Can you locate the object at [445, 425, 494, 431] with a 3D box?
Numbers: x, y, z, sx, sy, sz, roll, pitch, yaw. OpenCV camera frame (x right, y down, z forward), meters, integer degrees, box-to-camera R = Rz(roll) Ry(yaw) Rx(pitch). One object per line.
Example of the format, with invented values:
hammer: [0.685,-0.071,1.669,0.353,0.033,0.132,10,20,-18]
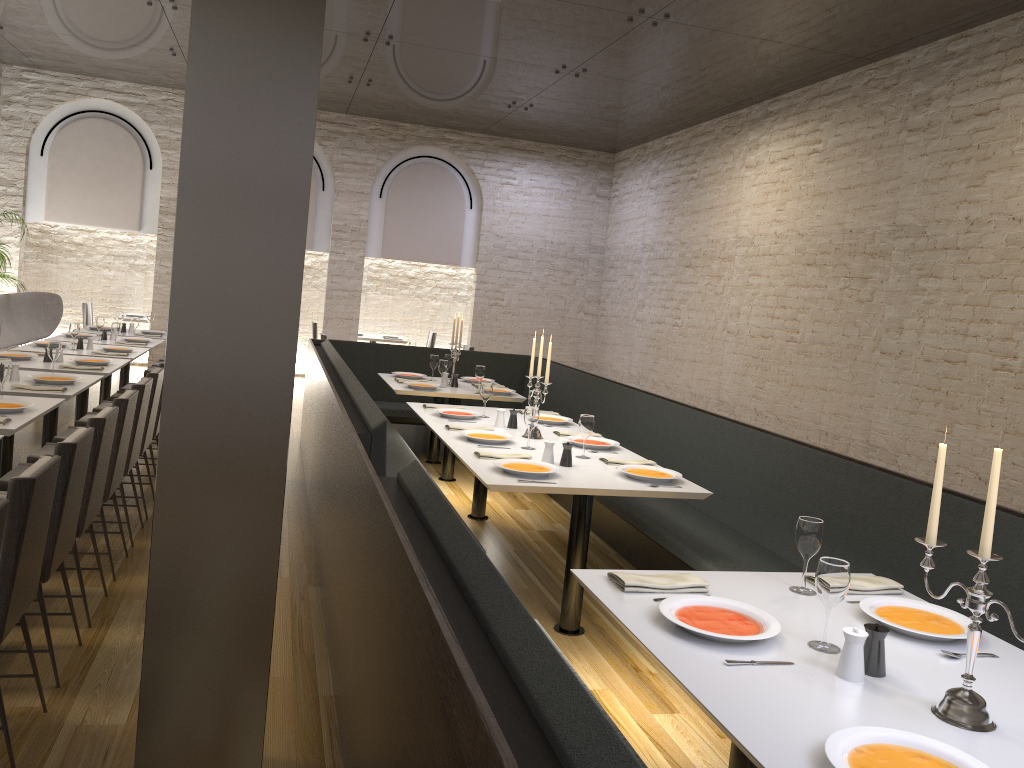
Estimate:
object: [-0.256,0.268,5.335,0.272,0.033,0.143,4,6,-15]

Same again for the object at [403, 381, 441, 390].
object: [-0.738,0.019,7.269,0.321,0.036,0.323,1,7,-39]

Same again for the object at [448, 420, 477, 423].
object: [-0.314,0.236,5.627,0.185,0.010,0.017,4,5,-15]

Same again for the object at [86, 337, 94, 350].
object: [-3.678,-0.356,7.727,0.059,0.109,0.059,7,4,20]

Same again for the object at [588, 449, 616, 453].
object: [0.514,0.379,4.987,0.181,0.015,0.038,4,6,-14]

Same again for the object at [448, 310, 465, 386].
object: [-0.490,-0.315,7.704,0.131,0.655,0.391,5,4,-5]

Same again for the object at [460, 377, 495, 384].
object: [-0.316,-0.028,8.152,0.322,0.036,0.321,9,7,33]

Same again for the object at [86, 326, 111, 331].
object: [-4.560,-0.614,9.832,0.322,0.036,0.322,8,6,22]

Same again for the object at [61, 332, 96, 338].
object: [-4.271,-0.476,8.733,0.322,0.036,0.322,8,6,22]

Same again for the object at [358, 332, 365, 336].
object: [-2.370,-0.757,13.389,0.322,0.036,0.322,8,6,20]

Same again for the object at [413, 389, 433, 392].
object: [-0.694,0.054,7.069,0.185,0.010,0.017,4,5,-15]

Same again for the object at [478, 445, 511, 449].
object: [-0.096,0.341,4.799,0.185,0.010,0.017,4,5,-15]

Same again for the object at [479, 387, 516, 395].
object: [-0.127,0.063,7.432,0.321,0.036,0.323,1,7,-39]

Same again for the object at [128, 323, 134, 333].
object: [-4.248,-0.629,9.890,0.059,0.109,0.059,7,4,20]

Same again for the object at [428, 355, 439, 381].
object: [-0.702,-0.142,7.918,0.086,0.230,0.086,7,4,21]

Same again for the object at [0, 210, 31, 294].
object: [-5.609,-0.842,9.056,1.144,1.970,1.192,3,5,-34]

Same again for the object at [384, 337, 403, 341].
object: [-1.763,-0.669,13.180,0.272,0.033,0.143,4,6,-15]

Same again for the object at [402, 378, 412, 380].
object: [-0.891,-0.041,7.816,0.185,0.010,0.017,4,5,-15]

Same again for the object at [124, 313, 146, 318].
object: [-5.355,-0.969,12.581,0.322,0.036,0.322,8,6,20]

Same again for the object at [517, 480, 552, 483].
object: [0.114,0.441,4.005,0.185,0.010,0.017,4,5,-15]

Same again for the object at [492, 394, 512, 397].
object: [-0.085,0.092,7.257,0.181,0.015,0.038,4,6,-14]

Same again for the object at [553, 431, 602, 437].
object: [0.406,0.315,5.514,0.272,0.033,0.143,4,6,-15]

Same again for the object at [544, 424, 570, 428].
object: [0.295,0.275,5.815,0.181,0.015,0.038,4,6,-14]

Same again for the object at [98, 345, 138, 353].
object: [-3.472,-0.304,7.807,0.322,0.036,0.322,8,6,22]

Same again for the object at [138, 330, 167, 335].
object: [-4.043,-0.577,9.970,0.322,0.036,0.322,8,6,22]

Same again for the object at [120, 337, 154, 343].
object: [-3.753,-0.438,8.871,0.322,0.036,0.322,8,6,22]

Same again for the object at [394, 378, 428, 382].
object: [-0.875,-0.029,7.683,0.272,0.033,0.143,4,6,-15]

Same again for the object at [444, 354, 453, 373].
object: [-0.589,-0.154,8.143,0.086,0.230,0.086,2,5,-45]

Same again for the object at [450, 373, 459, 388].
object: [-0.490,-0.031,7.591,0.069,0.126,0.069,8,4,27]

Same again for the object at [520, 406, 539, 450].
object: [0.100,0.242,4.875,0.086,0.230,0.087,5,4,-15]

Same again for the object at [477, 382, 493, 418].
object: [-0.179,0.108,5.935,0.086,0.230,0.087,5,4,-3]

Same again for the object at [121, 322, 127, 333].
object: [-4.304,-0.628,9.827,0.059,0.109,0.059,7,4,20]

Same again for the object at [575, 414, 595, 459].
object: [0.394,0.282,4.763,0.087,0.230,0.086,7,4,27]

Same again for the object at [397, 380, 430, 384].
object: [-0.836,-0.010,7.534,0.272,0.033,0.143,4,6,-15]

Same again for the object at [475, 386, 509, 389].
object: [-0.172,0.038,7.707,0.272,0.033,0.143,4,6,-15]

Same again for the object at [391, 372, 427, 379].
object: [-0.927,-0.072,7.988,0.321,0.036,0.323,4,6,-20]

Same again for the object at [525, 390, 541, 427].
object: [0.140,0.161,5.725,0.086,0.230,0.087,5,4,-3]

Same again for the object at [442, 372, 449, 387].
object: [-0.573,-0.040,7.593,0.069,0.126,0.069,8,4,27]

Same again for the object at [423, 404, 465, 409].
object: [-0.474,0.163,6.163,0.272,0.033,0.143,4,6,-15]

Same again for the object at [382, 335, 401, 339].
object: [-1.853,-0.719,13.527,0.322,0.036,0.322,8,6,20]

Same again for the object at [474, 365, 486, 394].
object: [-0.267,-0.034,7.270,0.086,0.230,0.086,7,4,21]

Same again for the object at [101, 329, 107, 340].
object: [-4.014,-0.489,8.728,0.059,0.109,0.059,7,4,20]

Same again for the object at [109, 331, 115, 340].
object: [-3.958,-0.490,8.791,0.059,0.109,0.059,7,4,20]

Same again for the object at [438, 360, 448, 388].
object: [-0.587,-0.087,7.481,0.086,0.230,0.086,7,4,21]

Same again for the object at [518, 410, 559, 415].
object: [0.188,0.210,6.342,0.272,0.033,0.143,4,6,-15]

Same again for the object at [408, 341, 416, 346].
object: [-1.085,-0.349,9.595,0.086,0.230,0.086,7,4,15]

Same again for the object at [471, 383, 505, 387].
object: [-0.211,0.019,7.856,0.272,0.033,0.143,4,6,-15]

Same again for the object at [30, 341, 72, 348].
object: [-3.990,-0.341,7.669,0.322,0.036,0.322,8,6,22]

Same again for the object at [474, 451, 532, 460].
object: [-0.047,0.368,4.541,0.272,0.033,0.143,4,6,-15]

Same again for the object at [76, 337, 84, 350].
object: [-3.734,-0.355,7.665,0.059,0.109,0.059,7,4,20]
